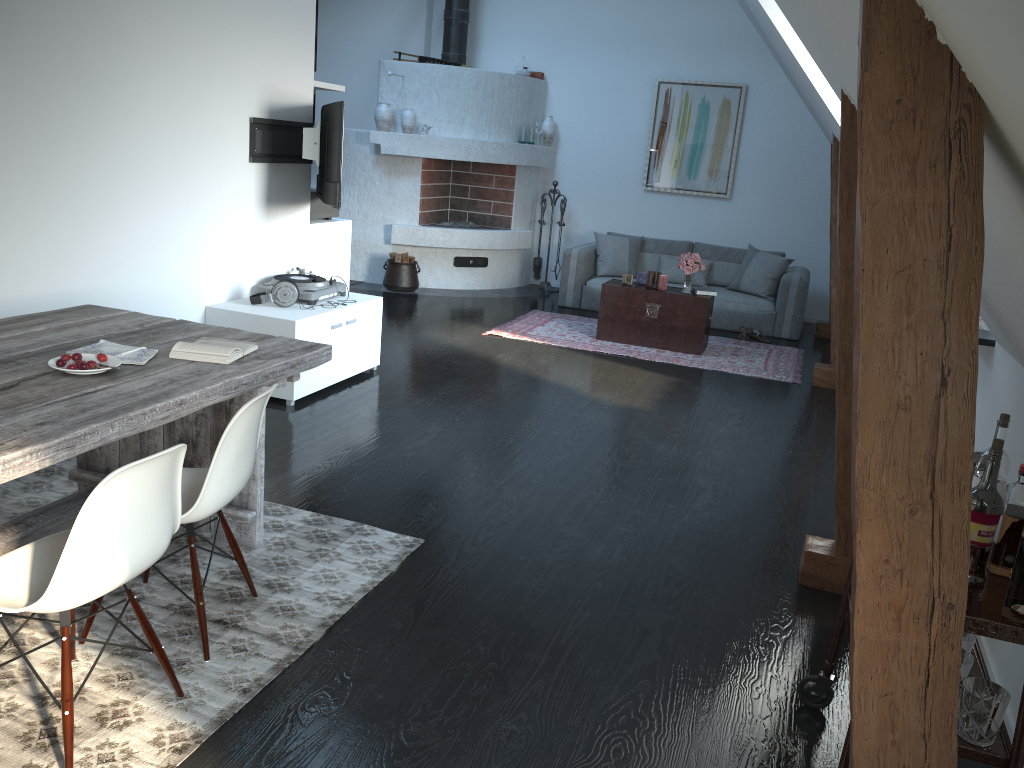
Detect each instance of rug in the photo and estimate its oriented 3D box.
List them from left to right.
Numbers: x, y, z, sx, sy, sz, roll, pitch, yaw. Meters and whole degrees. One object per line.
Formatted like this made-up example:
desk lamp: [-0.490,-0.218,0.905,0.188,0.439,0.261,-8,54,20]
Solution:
rug: [-1.671,0.757,2.600,1.898,0.022,2.677,10,16,17]
rug: [1.207,-0.372,7.820,2.647,0.029,1.512,10,16,17]

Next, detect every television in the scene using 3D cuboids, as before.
television: [-1.397,-1.481,5.657,0.537,0.652,1.005,1,16,-16]

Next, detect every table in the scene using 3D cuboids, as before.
table: [-1.631,0.392,2.480,1.141,0.788,2.421,10,16,17]
table: [1.249,-0.593,7.730,0.962,0.492,0.471,10,16,17]

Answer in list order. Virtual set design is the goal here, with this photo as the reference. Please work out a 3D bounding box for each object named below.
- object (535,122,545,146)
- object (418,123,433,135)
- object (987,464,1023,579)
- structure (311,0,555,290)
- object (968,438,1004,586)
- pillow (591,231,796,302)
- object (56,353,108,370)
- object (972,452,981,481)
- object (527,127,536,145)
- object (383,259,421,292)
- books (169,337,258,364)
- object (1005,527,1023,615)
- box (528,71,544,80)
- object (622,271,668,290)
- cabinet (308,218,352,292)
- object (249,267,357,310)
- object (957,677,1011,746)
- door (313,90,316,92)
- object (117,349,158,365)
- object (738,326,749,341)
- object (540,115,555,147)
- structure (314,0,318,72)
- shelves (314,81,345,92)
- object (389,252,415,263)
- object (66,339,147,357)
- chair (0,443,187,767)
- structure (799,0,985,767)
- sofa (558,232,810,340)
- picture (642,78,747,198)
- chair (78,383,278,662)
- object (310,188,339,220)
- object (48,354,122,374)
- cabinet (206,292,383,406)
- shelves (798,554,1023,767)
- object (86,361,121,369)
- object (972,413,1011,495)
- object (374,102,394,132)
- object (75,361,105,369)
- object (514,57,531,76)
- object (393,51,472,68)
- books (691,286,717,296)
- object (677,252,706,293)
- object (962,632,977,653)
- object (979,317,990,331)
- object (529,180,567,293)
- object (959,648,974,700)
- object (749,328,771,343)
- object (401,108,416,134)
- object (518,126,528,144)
object: [0.303,-2.793,9.886,0.150,0.258,0.081,-6,19,-37]
object: [-0.890,-2.639,9.175,0.161,0.114,0.064,11,16,20]
object: [1.146,0.307,2.022,0.067,0.257,0.099,11,16,22]
structure: [-0.918,-3.659,10.340,3.058,4.752,3.049,12,17,25]
object: [1.032,0.278,1.947,0.080,0.329,0.080,7,15,8]
pillow: [1.821,-1.240,9.135,2.075,0.515,0.444,10,16,17]
object: [-1.318,-0.068,2.701,0.132,0.034,0.144,2,15,-10]
object: [1.216,0.269,2.339,0.135,0.182,0.052,-5,18,-34]
object: [0.213,-2.733,9.774,0.092,0.180,0.092,18,19,39]
object: [-1.164,-1.142,9.343,0.384,0.313,0.384,-10,21,-44]
books: [-1.015,-0.125,3.033,0.202,0.042,0.251,7,15,6]
object: [1.100,0.327,1.836,0.081,0.308,0.081,8,15,9]
box: [0.232,-3.472,9.985,0.229,0.078,0.127,10,16,17]
object: [1.180,-0.917,7.719,0.413,0.138,0.215,13,17,28]
cabinet: [-1.746,-0.793,6.623,0.869,0.921,0.638,10,16,17]
object: [-1.303,-0.602,5.570,0.558,0.162,0.742,9,15,15]
object: [1.013,0.712,1.919,0.095,0.119,0.095,0,16,-20]
door: [-3.167,-2.958,12.000,1.433,2.074,0.698,-1,16,-22]
object: [-1.263,-0.095,2.883,0.182,0.014,0.185,3,15,-8]
object: [2.201,-0.483,8.425,0.101,0.090,0.277,7,15,6]
object: [0.403,-2.847,10.034,0.165,0.368,0.165,3,15,-10]
structure: [-3.409,-3.301,10.924,1.897,3.267,0.781,10,16,17]
shelves: [-2.013,-2.168,6.295,1.604,0.038,0.478,10,16,17]
object: [-1.175,-1.220,9.309,0.240,0.370,0.270,10,16,17]
object: [-1.336,-0.113,2.922,0.182,0.016,0.179,8,15,12]
chair: [-1.097,0.499,2.235,0.542,0.801,0.465,10,16,18]
structure: [1.455,-0.049,2.955,1.023,1.963,12.350,10,16,17]
sofa: [1.819,-1.094,9.276,2.458,0.770,1.107,10,16,17]
picture: [1.965,-2.671,9.635,0.965,1.185,0.025,10,16,17]
chair: [-1.012,0.372,2.740,0.542,0.801,0.465,6,15,4]
object: [-1.548,-1.297,6.374,0.435,0.211,0.496,10,16,17]
object: [-1.303,-0.057,2.710,0.205,0.024,0.205,8,15,9]
cabinet: [-1.336,-0.274,5.623,0.623,0.507,1.069,10,16,17]
shelves: [1.005,0.736,2.199,0.438,0.732,0.803,9,15,13]
object: [-1.248,-0.059,2.697,0.194,0.022,0.019,15,18,32]
object: [1.192,0.228,2.208,0.073,0.320,0.073,7,15,8]
object: [-1.325,-2.751,9.196,0.203,0.314,0.203,6,15,2]
object: [-1.287,-0.058,2.705,0.110,0.011,0.058,11,16,21]
object: [0.122,-3.496,9.754,0.231,0.221,0.066,-8,20,-40]
object: [-0.826,-3.380,9.255,0.783,0.094,0.311,6,15,3]
books: [1.647,-0.801,7.638,0.179,0.034,0.243,4,15,-4]
object: [1.513,-0.956,7.557,0.234,0.351,0.235,-1,16,-22]
object: [1.067,0.652,2.160,0.095,0.119,0.095,0,16,-20]
object: [2.110,-0.477,3.943,0.309,0.461,0.131,16,18,35]
object: [0.435,-1.681,10.092,0.376,1.245,0.376,5,15,-2]
object: [1.007,0.675,2.057,0.095,0.119,0.095,0,16,-20]
object: [2.360,-0.465,8.409,0.101,0.090,0.277,-2,16,-25]
object: [-1.071,-2.698,9.155,0.158,0.274,0.158,-4,18,-32]
object: [0.120,-2.707,9.645,0.092,0.180,0.092,-9,20,-42]
